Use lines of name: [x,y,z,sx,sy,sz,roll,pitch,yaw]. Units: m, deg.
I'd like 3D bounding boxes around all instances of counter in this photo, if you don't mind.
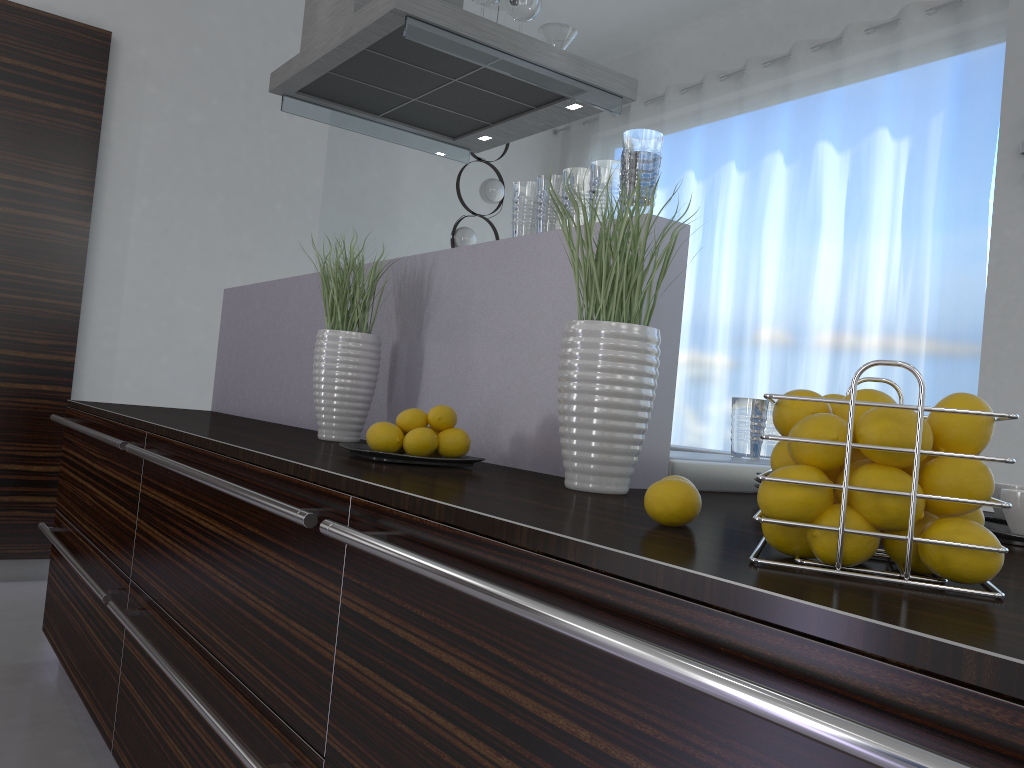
counter: [-0.018,0.369,1.971,1.302,1.300,3.291,7,-2,-35]

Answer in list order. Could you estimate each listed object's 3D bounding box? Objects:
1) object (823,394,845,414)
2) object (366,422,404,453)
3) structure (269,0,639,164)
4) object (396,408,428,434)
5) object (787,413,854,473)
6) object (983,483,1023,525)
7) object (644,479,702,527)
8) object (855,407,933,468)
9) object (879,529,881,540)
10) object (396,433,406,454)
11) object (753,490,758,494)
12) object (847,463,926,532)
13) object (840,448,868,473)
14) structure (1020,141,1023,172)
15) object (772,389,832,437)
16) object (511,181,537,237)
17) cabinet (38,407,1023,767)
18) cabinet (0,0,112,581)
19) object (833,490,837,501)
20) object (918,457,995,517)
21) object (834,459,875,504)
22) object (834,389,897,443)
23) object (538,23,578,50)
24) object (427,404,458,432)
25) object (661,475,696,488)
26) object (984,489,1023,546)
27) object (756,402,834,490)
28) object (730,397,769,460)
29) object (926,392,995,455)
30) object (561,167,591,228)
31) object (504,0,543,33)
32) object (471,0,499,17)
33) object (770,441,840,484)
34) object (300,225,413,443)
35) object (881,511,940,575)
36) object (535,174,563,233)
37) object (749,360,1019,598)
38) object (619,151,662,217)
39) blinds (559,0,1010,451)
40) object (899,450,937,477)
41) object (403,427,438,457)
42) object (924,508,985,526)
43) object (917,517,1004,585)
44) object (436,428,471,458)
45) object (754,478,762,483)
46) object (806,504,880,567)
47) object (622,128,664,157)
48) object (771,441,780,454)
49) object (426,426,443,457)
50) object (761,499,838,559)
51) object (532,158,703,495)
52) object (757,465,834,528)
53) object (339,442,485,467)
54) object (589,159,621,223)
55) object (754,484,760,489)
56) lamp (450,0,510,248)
object: [0.315,0.039,0.871,0.052,0.060,0.057,4,-2,43]
object: [-0.219,0.094,1.534,0.060,0.058,0.070,7,-2,-36]
structure: [-0.181,-1.558,3.116,0.915,1.231,0.981,7,-2,-35]
object: [-0.175,0.065,1.558,0.053,0.047,0.061,7,-2,-32]
object: [0.265,0.051,0.763,0.053,0.052,0.061,6,-2,-22]
object: [0.790,0.193,1.393,0.153,0.069,0.153,6,-2,-2]
object: [0.170,0.126,0.942,0.053,0.051,0.063,7,-2,-31]
object: [0.315,0.043,0.733,0.063,0.053,0.051,6,-2,-22]
object: [0.329,0.134,0.856,0.053,0.053,0.061,5,-2,7]
object: [-0.203,0.102,1.591,0.053,0.051,0.063,7,-2,-31]
object: [0.509,0.189,1.356,0.232,0.020,0.232,6,-2,-27]
object: [0.306,0.093,0.727,0.061,0.055,0.051,4,-2,34]
object: [0.323,0.077,0.835,0.051,0.053,0.064,7,-2,-33]
structure: [2.297,-0.989,3.545,0.076,0.505,0.505,7,-2,-35]
object: [0.274,0.031,0.838,0.053,0.051,0.063,5,-2,12]
object: [0.032,-0.344,1.800,0.072,0.119,0.071,5,-2,15]
cabinet: [-0.050,0.591,1.960,1.377,0.852,3.285,7,-2,-35]
cabinet: [-3.562,-0.541,3.191,3.600,2.500,0.669,7,-2,-35]
object: [0.305,0.123,0.803,0.052,0.060,0.057,7,-2,-29]
object: [0.366,0.084,0.734,0.061,0.054,0.053,5,-2,11]
object: [0.307,0.090,0.758,0.062,0.053,0.051,6,-2,-27]
object: [0.322,0.031,0.803,0.063,0.053,0.051,7,-2,-34]
object: [0.149,-1.127,3.052,0.137,0.174,0.137,5,-2,20]
object: [-0.122,0.060,1.555,0.053,0.048,0.063,5,-2,21]
object: [0.186,0.129,1.004,0.053,0.051,0.063,5,-2,24]
object: [0.674,0.175,1.147,0.153,0.069,0.153,5,-2,28]
object: [0.484,0.098,1.544,0.269,0.147,0.646,6,-2,-10]
object: [0.467,0.089,1.757,0.071,0.119,0.072,7,-2,-35]
object: [0.380,0.037,0.753,0.059,0.060,0.050,7,-2,-36]
object: [0.125,-0.339,1.668,0.071,0.119,0.072,5,-2,5]
object: [0.029,-1.168,2.843,0.125,0.221,0.125,6,-2,-10]
object: [-0.090,-1.182,2.759,0.125,0.221,0.125,6,-2,-10]
object: [0.270,0.075,0.816,0.062,0.053,0.052,5,-2,27]
object: [-0.394,-0.123,2.015,0.247,0.502,0.269,7,-2,-35]
object: [0.351,0.136,0.766,0.061,0.055,0.050,5,-2,10]
object: [0.079,-0.342,1.734,0.071,0.119,0.072,5,-2,5]
object: [0.324,0.074,0.793,0.189,0.174,0.207,5,-2,20]
object: [0.219,-0.334,1.536,0.071,0.119,0.072,5,-2,5]
blinds: [1.149,-0.337,5.248,0.120,3.112,3.245,7,-2,-35]
object: [0.359,0.066,0.786,0.061,0.051,0.055,7,-2,-41]
object: [-0.157,0.101,1.519,0.061,0.054,0.052,4,-2,32]
object: [0.387,0.116,0.792,0.062,0.053,0.052,5,-2,2]
object: [0.356,0.133,0.707,0.062,0.052,0.053,5,-2,4]
object: [-0.102,0.102,1.538,0.063,0.053,0.051,5,-2,5]
object: [0.511,0.169,1.357,0.232,0.020,0.232,7,-2,-32]
object: [0.276,0.126,0.739,0.063,0.053,0.051,6,-2,-27]
object: [0.222,-0.373,1.537,0.071,0.119,0.072,5,-2,5]
object: [0.283,0.076,0.876,0.053,0.051,0.063,5,-2,24]
object: [-0.141,0.104,1.575,0.071,0.060,0.057,7,-2,-34]
object: [0.262,0.125,0.795,0.074,0.063,0.064,6,-2,-15]
object: [0.140,-0.093,1.304,0.269,0.502,0.247,5,-2,8]
object: [0.238,0.094,0.747,0.061,0.054,0.052,4,-2,32]
object: [-0.178,0.126,1.561,0.232,0.020,0.232,6,-2,-27]
object: [0.172,-0.336,1.602,0.071,0.119,0.072,5,-2,5]
object: [0.510,0.179,1.357,0.232,0.020,0.232,6,-2,-27]
lamp: [-0.195,-1.215,5.528,0.367,2.370,0.180,7,-2,-42]
